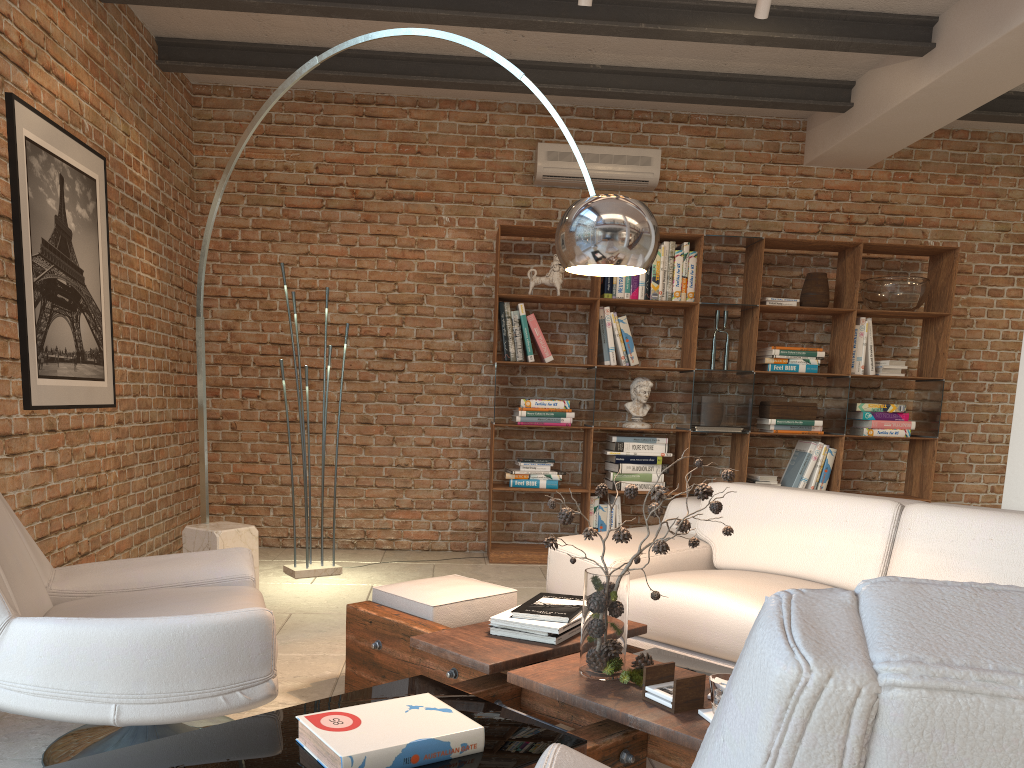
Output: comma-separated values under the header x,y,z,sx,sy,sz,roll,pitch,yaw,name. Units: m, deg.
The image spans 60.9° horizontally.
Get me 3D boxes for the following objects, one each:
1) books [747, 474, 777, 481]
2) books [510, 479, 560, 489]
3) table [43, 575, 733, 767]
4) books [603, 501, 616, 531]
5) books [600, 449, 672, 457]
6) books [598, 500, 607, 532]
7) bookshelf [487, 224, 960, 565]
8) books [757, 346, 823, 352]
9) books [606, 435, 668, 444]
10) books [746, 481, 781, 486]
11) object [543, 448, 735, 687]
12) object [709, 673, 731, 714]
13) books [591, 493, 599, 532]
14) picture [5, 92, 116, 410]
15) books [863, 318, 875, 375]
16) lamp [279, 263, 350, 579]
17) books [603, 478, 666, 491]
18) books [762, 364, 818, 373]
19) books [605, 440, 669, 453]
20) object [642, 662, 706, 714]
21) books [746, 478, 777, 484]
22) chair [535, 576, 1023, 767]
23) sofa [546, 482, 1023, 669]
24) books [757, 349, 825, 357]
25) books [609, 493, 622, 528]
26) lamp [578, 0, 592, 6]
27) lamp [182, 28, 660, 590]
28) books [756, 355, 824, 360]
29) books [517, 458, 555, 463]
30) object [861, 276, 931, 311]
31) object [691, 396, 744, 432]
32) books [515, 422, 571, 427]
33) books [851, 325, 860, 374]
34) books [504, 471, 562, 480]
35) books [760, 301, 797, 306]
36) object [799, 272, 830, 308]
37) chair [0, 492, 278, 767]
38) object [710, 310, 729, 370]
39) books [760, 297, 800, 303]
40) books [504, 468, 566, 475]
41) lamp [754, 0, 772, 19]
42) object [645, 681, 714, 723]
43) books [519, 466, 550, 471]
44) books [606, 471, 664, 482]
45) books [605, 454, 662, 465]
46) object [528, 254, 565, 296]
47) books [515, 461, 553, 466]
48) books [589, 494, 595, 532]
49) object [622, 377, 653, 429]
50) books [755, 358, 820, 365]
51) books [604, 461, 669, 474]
x,y,z,sx,sy,sz,roll,pitch,yaw,name
1.754,0.655,6.114,0.132,0.034,0.203,2,-1,-9,books
0.159,0.675,5.986,0.326,0.056,0.251,2,-1,6,books
-0.009,0.929,2.197,1.963,0.436,2.182,2,-1,-43,table
0.665,0.987,6.073,0.055,0.336,0.249,1,6,-4,books
0.850,0.474,5.995,0.444,0.021,0.268,2,-1,-4,books
0.609,0.986,6.075,0.057,0.336,0.249,1,6,-4,books
1.383,0.156,5.974,3.035,2.245,0.356,2,9,-4,bookshelf
1.897,-0.233,5.967,0.356,0.021,0.268,2,-1,-6,books
0.856,0.380,5.993,0.380,0.037,0.241,2,-1,-4,books
1.758,0.699,6.128,0.171,0.019,0.233,2,-1,-11,books
0.373,0.465,2.299,0.540,0.618,0.311,-1,8,-33,object
0.492,0.714,1.987,0.090,0.086,0.090,-2,6,-45,object
0.562,0.958,6.075,0.036,0.391,0.239,1,6,-4,books
-1.950,-0.491,3.832,0.027,1.218,0.895,1,6,-4,picture
2.419,-0.250,6.012,0.101,0.391,0.239,1,6,-4,books
-1.183,0.246,5.167,0.416,1.856,0.195,-4,11,-33,lamp
0.844,0.695,6.027,0.380,0.065,0.241,2,0,-10,books
1.899,-0.102,5.979,0.326,0.056,0.251,2,-1,6,books
0.859,0.432,6.007,0.380,0.065,0.241,2,0,-10,books
0.387,0.725,2.088,0.094,0.083,0.113,0,3,-32,object
1.740,0.680,6.113,0.162,0.017,0.248,2,-1,-4,books
0.429,0.636,0.932,1.025,1.035,0.957,3,5,12,chair
1.334,0.829,3.277,1.139,0.769,2.305,0,2,-44,sofa
1.900,-0.204,5.952,0.380,0.037,0.241,2,-1,-11,books
0.727,0.962,6.095,0.079,0.392,0.239,1,7,-4,books
0.311,-1.649,3.674,0.061,0.131,0.084,2,6,-2,lamp
-0.444,-0.031,3.194,2.015,2.396,0.314,5,9,31,lamp
1.896,-0.176,5.964,0.380,0.018,0.241,2,-1,-12,books
0.160,0.521,5.969,0.252,0.017,0.160,2,-1,-4,books
2.603,-0.594,5.935,0.435,0.223,0.433,3,1,37,object
1.383,0.204,5.965,0.336,0.237,0.279,2,3,-4,object
0.206,0.269,5.925,0.356,0.021,0.268,2,-1,-4,books
2.289,-0.227,5.985,0.055,0.336,0.249,1,6,-4,books
0.139,0.627,5.985,0.380,0.037,0.241,2,-1,-4,books
1.784,-0.530,5.849,0.206,0.034,0.130,2,0,-4,books
2.035,-0.621,5.848,0.191,0.237,0.192,7,7,43,object
-1.218,0.609,2.558,0.983,1.017,1.009,0,4,-20,chair
1.402,-0.292,5.865,0.121,0.407,0.060,2,9,-2,object
1.779,-0.556,5.851,0.236,0.019,0.168,2,-1,-11,books
0.157,0.600,5.972,0.380,0.018,0.241,2,-1,-12,books
1.078,-1.629,3.741,0.060,0.118,0.093,2,5,3,lamp
0.502,0.753,2.075,0.271,0.035,0.246,2,-1,-32,object
0.154,0.574,5.990,0.206,0.034,0.130,2,0,-4,books
0.844,0.635,6.036,0.362,0.056,0.278,2,-1,-2,books
0.834,0.512,5.988,0.327,0.056,0.251,2,-1,-9,books
0.228,-0.717,5.714,0.251,0.288,0.127,2,8,3,object
0.149,0.547,5.992,0.236,0.019,0.168,2,-1,-11,books
0.527,0.956,6.057,0.036,0.391,0.239,1,6,-4,books
0.860,0.128,5.942,0.196,0.357,0.190,3,7,11,object
1.879,-0.149,5.978,0.380,0.037,0.241,2,-1,-4,books
0.858,0.575,6.011,0.380,0.065,0.241,2,0,-17,books
